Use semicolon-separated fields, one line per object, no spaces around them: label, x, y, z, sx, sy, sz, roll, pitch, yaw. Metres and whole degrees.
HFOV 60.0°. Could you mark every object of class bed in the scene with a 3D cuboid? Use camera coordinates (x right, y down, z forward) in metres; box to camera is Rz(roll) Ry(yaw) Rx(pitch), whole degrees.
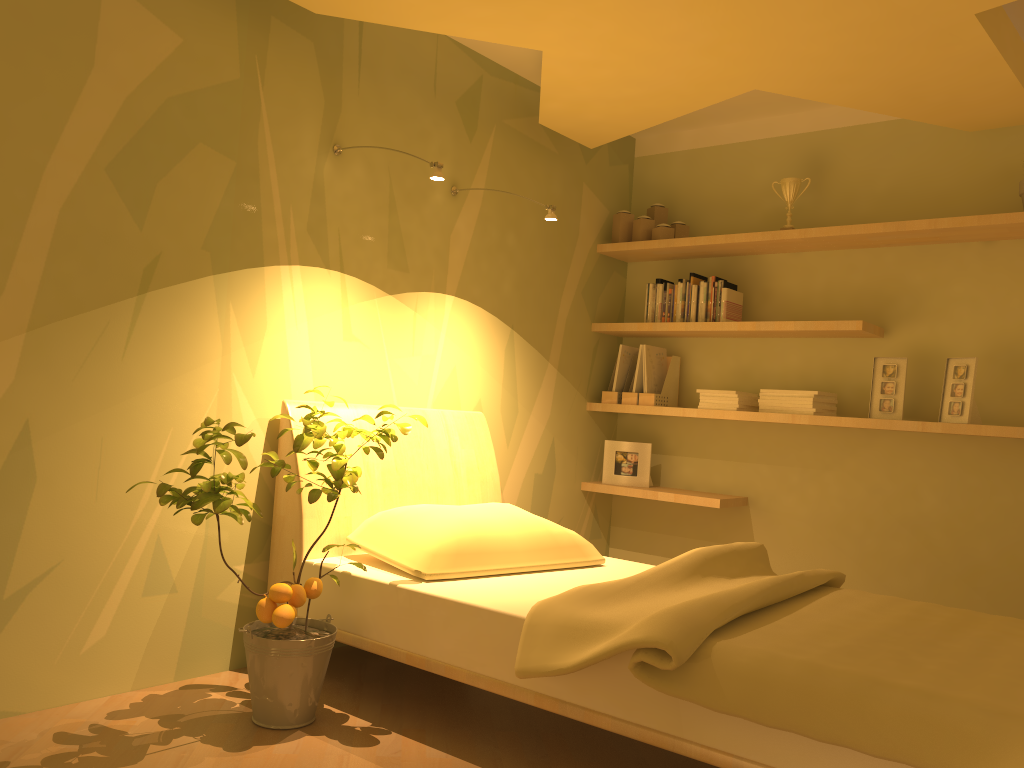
bed;0.425;0.569;2.598;2.378;0.894;1.286;3;-2;39

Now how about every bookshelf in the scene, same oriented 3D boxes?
bookshelf;1.496;-0.032;3.763;2.605;1.240;0.300;3;-2;39

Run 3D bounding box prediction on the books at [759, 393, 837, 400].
books;1.272;0.056;3.949;0.190;0.015;0.270;5;-2;-41

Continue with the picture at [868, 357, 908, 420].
picture;1.604;0.023;3.739;0.134;0.264;0.171;3;-2;38

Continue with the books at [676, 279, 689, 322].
books;0.851;-0.389;4.300;0.038;0.217;0.166;3;-2;39

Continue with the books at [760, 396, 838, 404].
books;1.268;0.070;3.927;0.190;0.015;0.270;5;-2;-38

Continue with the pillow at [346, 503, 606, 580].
pillow;-0.110;0.531;3.042;0.801;0.213;0.482;5;-2;-41

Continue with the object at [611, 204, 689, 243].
object;0.697;-0.803;4.456;0.349;0.229;0.234;2;-2;40

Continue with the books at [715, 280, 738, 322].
books;1.008;-0.375;4.178;0.032;0.203;0.157;3;-2;39

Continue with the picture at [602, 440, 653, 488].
picture;0.582;0.398;4.440;0.247;0.219;0.131;3;-2;16

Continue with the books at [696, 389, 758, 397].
books;1.006;0.043;4.140;0.190;0.015;0.270;3;-2;36

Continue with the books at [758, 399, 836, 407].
books;1.261;0.085;3.931;0.190;0.015;0.270;5;-2;-41

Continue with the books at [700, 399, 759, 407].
books;1.026;0.090;4.137;0.190;0.015;0.270;2;-2;40

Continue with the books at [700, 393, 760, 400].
books;1.027;0.060;4.140;0.190;0.015;0.270;2;-2;41

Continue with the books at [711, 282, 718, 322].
books;0.987;-0.373;4.195;0.022;0.198;0.157;3;-2;39

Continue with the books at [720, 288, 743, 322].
books;1.025;-0.355;4.150;0.032;0.163;0.178;3;-2;39

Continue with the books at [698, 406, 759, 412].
books;1.015;0.119;4.139;0.190;0.015;0.270;3;-2;38

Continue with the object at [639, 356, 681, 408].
object;0.729;-0.016;4.370;0.087;0.259;0.236;3;-2;39

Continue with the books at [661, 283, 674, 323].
books;0.785;-0.385;4.358;0.032;0.203;0.157;3;-2;39

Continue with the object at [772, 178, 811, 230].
object;1.262;-0.797;4.032;0.160;0.268;0.095;4;-2;9

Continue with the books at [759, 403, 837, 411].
books;1.263;0.100;3.926;0.190;0.015;0.270;5;-2;-39

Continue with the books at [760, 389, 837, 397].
books;1.271;0.040;3.935;0.270;0.015;0.190;2;-2;44

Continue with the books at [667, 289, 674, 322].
books;0.805;-0.369;4.341;0.021;0.172;0.157;3;-2;39

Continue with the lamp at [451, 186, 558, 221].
lamp;-0.036;-0.714;3.476;0.533;0.178;0.050;3;-2;39

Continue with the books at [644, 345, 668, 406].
books;0.714;-0.037;4.383;0.043;0.296;0.210;3;-2;39

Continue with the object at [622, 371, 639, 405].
object;0.654;-0.019;4.430;0.087;0.259;0.236;3;-2;39

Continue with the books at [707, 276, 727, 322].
books;0.973;-0.389;4.220;0.032;0.229;0.138;3;-2;39

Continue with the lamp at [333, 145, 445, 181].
lamp;-0.421;-0.755;2.994;0.533;0.178;0.050;3;-2;39

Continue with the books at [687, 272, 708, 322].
books;0.891;-0.403;4.274;0.021;0.247;0.157;3;-2;39

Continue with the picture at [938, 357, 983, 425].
picture;1.813;0.031;3.517;0.171;0.264;0.134;5;-2;-25

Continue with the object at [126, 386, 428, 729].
object;-0.638;0.465;2.428;0.372;0.944;0.828;3;-2;32

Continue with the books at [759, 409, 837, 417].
books;1.265;0.130;3.933;0.190;0.015;0.270;5;-2;-41

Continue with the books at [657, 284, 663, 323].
books;0.764;-0.383;4.375;0.022;0.198;0.157;3;-2;39

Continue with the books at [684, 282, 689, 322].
books;0.876;-0.381;4.286;0.017;0.203;0.155;3;-2;39

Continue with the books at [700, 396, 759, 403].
books;1.022;0.074;4.133;0.190;0.015;0.270;3;-2;38

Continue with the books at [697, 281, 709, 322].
books;0.939;-0.378;4.234;0.040;0.203;0.157;3;-2;39

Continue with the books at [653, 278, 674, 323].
books;0.750;-0.399;4.399;0.032;0.229;0.138;3;-2;39

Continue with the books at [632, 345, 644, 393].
books;0.672;-0.038;4.415;0.048;0.297;0.214;3;-2;39

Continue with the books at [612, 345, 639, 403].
books;0.575;-0.043;4.495;0.048;0.297;0.214;3;-2;33

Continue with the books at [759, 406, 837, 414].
books;1.266;0.115;3.933;0.190;0.015;0.270;6;-2;-44

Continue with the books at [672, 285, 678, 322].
books;0.830;-0.378;4.329;0.032;0.193;0.146;3;-2;39

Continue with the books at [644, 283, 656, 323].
books;0.715;-0.388;4.414;0.040;0.203;0.157;3;-2;39

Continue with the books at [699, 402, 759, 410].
books;1.016;0.104;4.139;0.190;0.015;0.270;3;-2;35

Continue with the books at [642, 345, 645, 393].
books;0.705;-0.037;4.385;0.036;0.296;0.210;3;-2;39

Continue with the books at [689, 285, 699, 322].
books;0.905;-0.371;4.250;0.032;0.184;0.173;3;-2;39

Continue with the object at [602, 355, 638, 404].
object;0.555;-0.023;4.509;0.087;0.259;0.236;3;-2;33

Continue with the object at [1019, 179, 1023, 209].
object;2.014;-0.779;3.375;0.145;0.294;0.145;3;-2;20
